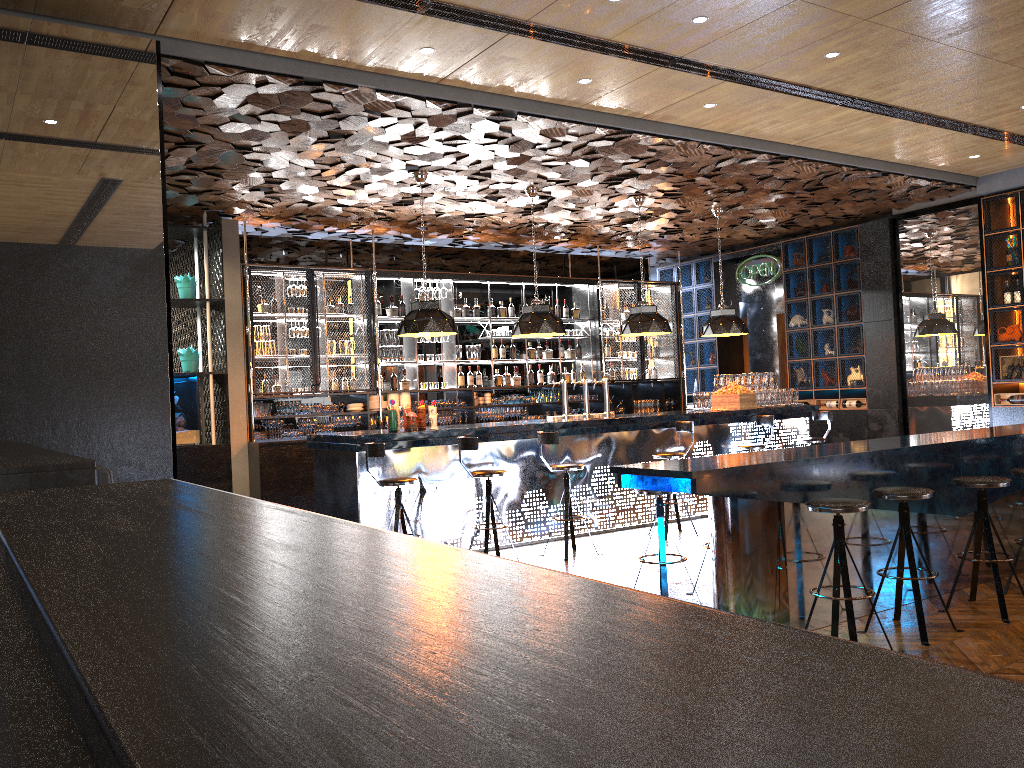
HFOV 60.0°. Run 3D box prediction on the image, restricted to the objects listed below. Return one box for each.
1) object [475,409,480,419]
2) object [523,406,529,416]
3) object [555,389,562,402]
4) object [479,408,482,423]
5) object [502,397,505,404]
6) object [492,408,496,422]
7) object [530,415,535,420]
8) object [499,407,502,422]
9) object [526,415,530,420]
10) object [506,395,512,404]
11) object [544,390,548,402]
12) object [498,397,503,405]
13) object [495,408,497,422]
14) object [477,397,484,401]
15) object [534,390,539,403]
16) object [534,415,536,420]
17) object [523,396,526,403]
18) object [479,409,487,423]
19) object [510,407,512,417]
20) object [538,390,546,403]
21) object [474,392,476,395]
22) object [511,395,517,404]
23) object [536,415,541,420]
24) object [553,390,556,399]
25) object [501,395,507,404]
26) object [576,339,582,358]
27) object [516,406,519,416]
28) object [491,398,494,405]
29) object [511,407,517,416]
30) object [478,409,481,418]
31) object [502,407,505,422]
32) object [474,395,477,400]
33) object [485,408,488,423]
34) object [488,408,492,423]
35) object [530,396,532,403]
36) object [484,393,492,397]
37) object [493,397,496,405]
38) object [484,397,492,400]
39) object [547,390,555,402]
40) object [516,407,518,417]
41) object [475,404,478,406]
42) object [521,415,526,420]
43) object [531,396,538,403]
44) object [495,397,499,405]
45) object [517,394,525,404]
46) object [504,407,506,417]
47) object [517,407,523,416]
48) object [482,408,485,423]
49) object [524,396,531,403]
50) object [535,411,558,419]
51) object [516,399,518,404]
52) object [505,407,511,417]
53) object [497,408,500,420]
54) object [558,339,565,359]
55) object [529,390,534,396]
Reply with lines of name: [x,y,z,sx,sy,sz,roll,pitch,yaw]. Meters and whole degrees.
object: [-0.479,0.445,11.723,0.108,0.227,0.108,-2,-1,-41]
object: [0.186,0.420,12.150,0.091,0.229,0.091,-3,-1,29]
object: [0.645,0.161,12.386,0.101,0.172,0.115,-3,-1,-3]
object: [-0.420,0.444,12.031,0.058,0.234,0.058,-2,-1,-30]
object: [-0.127,0.227,11.953,0.067,0.099,0.058,-3,-1,3]
object: [-0.248,0.433,11.865,0.058,0.234,0.058,-2,-1,-29]
object: [0.277,0.482,12.182,0.067,0.100,0.067,-2,-1,-40]
object: [-0.149,0.432,11.984,0.049,0.231,0.049,-2,-1,-29]
object: [0.228,0.486,12.284,0.067,0.100,0.067,-2,-1,-40]
object: [-0.036,0.212,12.154,0.100,0.125,0.100,-3,-1,15]
object: [0.465,0.170,12.412,0.101,0.172,0.115,-3,-1,-3]
object: [-0.156,0.227,11.887,0.058,0.099,0.067,-3,-1,13]
object: [-0.214,0.434,11.944,0.049,0.231,0.049,-2,-1,-24]
object: [-0.413,0.209,11.924,0.105,0.069,0.094,-3,-1,34]
object: [0.344,0.174,12.336,0.115,0.172,0.101,-2,-1,-23]
object: [0.299,0.484,12.341,0.067,0.099,0.067,-3,-1,29]
object: [0.164,0.218,12.230,0.098,0.097,0.098,-3,-1,5]
object: [-0.382,0.442,11.786,0.108,0.227,0.108,-3,-1,27]
object: [-0.004,0.429,12.164,0.091,0.229,0.091,-3,-1,-1]
object: [0.413,0.169,12.238,0.115,0.172,0.101,-3,-1,-3]
object: [-0.522,0.140,11.765,0.094,0.069,0.106,-2,-1,-27]
object: [0.029,0.207,12.050,0.100,0.125,0.100,-3,-1,6]
object: [0.366,0.479,12.236,0.067,0.099,0.067,-3,-1,29]
object: [0.587,0.165,12.488,0.101,0.172,0.115,-3,-1,42]
object: [-0.102,0.217,12.252,0.100,0.125,0.100,-2,-1,-19]
object: [0.970,-0.513,12.911,0.086,0.299,0.086,-3,-1,16]
object: [0.067,0.429,12.347,0.091,0.229,0.091,-2,-1,-35]
object: [-0.267,0.235,12.093,0.058,0.099,0.067,-3,-1,18]
object: [0.027,0.426,12.050,0.091,0.229,0.091,-3,-1,15]
object: [-0.444,0.446,11.887,0.108,0.227,0.108,-3,-1,22]
object: [-0.116,0.430,11.929,0.049,0.231,0.049,-2,-1,-37]
object: [-0.512,0.184,11.770,0.107,0.070,0.094,-3,-1,-2]
object: [-0.335,0.438,11.899,0.058,0.234,0.058,-2,-1,-10]
object: [-0.291,0.435,11.827,0.058,0.234,0.058,-3,-1,10]
object: [0.247,0.215,12.284,0.098,0.097,0.098,-3,-1,-8]
object: [-0.326,0.159,11.866,0.094,0.068,0.106,-2,-1,-33]
object: [-0.229,0.232,12.037,0.058,0.099,0.067,-2,-1,-30]
object: [-0.327,0.204,11.876,0.094,0.069,0.106,-3,-1,9]
object: [0.538,0.165,12.307,0.101,0.172,0.115,-3,-1,42]
object: [0.077,0.426,12.214,0.091,0.229,0.091,-2,-1,-39]
object: [-0.510,0.281,11.770,0.149,0.022,0.149,-3,-1,26]
object: [0.160,0.490,12.372,0.067,0.100,0.067,-2,-1,-40]
object: [0.307,0.211,12.195,0.098,0.097,0.098,-3,-1,1]
object: [-0.195,0.230,11.944,0.058,0.099,0.067,-3,-1,27]
object: [0.122,0.204,12.112,0.108,0.126,0.108,-3,-1,2]
object: [-0.084,0.432,12.113,0.091,0.229,0.091,-2,-1,-12]
object: [0.105,0.423,12.099,0.091,0.229,0.091,-3,-1,-6]
object: [-0.375,0.441,11.960,0.058,0.234,0.058,-3,-1,32]
object: [0.217,0.214,12.144,0.098,0.097,0.098,-3,-1,37]
object: [0.478,0.458,12.443,0.356,0.134,0.206,-2,-1,-25]
object: [0.060,0.208,12.211,0.108,0.126,0.108,-2,-1,-38]
object: [-0.057,0.429,11.990,0.091,0.229,0.091,-3,-1,43]
object: [-0.179,0.432,11.888,0.049,0.231,0.049,-2,-1,-21]
object: [0.707,-0.502,12.747,0.086,0.298,0.086,-3,-1,16]
object: [0.283,0.178,12.443,0.101,0.172,0.115,-3,-1,42]
